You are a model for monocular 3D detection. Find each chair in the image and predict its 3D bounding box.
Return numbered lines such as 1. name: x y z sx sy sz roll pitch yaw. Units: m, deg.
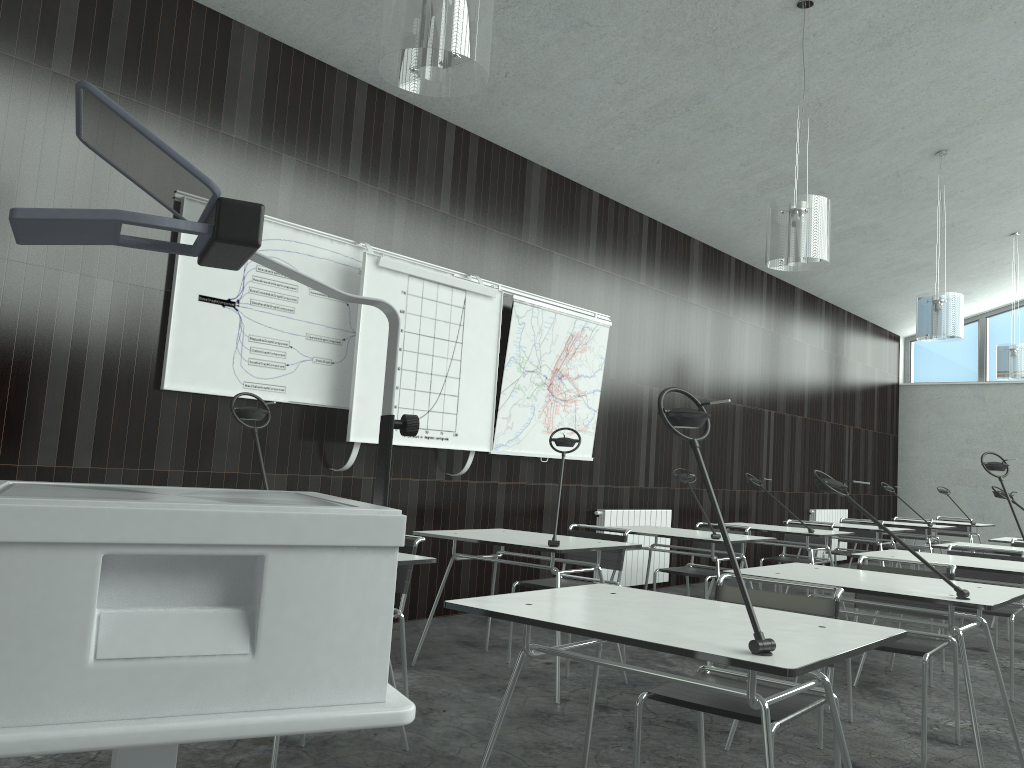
1. chair: 0.313 1.217 4.619 0.428 0.765 0.555 -1 -8 39
2. chair: -0.671 1.028 3.390 0.428 0.765 0.555 -1 -8 38
3. chair: 0.641 1.012 2.455 0.428 0.765 0.555 -1 -8 38
4. chair: 3.012 1.716 7.817 0.428 0.765 0.555 -1 -7 37
5. chair: 1.204 1.374 5.597 0.428 0.765 0.555 -2 -8 43
6. chair: 2.443 1.350 4.638 0.428 0.765 0.555 -1 -7 36
7. chair: 3.418 1.529 5.778 0.428 0.765 0.555 -2 -8 40
8. chair: 1.484 1.170 3.477 0.428 0.765 0.555 -1 -7 37
9. chair: 4.937 2.065 10.022 0.428 0.765 0.555 -2 -8 40
10. chair: 3.986 1.895 8.958 0.428 0.765 0.555 -1 -8 39
11. chair: 2.198 1.562 6.819 0.428 0.765 0.555 -1 -8 39

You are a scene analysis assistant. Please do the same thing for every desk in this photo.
1. desk: 1.331 0.943 3.238 0.900 1.153 0.700 -2 -8 40
2. desk: 3.794 1.664 8.707 0.900 1.153 0.700 -1 -8 39
3. desk: 0.068 0.893 4.323 0.900 1.321 0.700 -1 -8 39
4. desk: 2.888 1.494 7.609 0.900 1.153 0.700 -2 -8 40
5. desk: 0.389 0.688 2.165 0.900 1.321 0.700 -2 -8 40
6. desk: 3.160 1.289 5.480 0.900 1.153 0.700 -2 -8 40
7. desk: 4.768 1.839 9.808 0.900 1.153 0.700 -2 -8 40
8. desk: -0.832 0.719 3.183 0.900 1.321 0.700 -1 -8 40
9. desk: 1.946 1.322 6.516 0.900 1.153 0.700 -1 -8 39
10. desk: 4.095 1.459 6.562 0.900 1.153 0.700 -1 -8 39
11. desk: 1.034 1.148 5.384 0.900 1.153 0.700 -2 -8 40
12. desk: 2.251 1.036 4.399 0.900 1.321 0.700 -2 -8 40

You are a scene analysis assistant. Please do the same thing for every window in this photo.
1. window: 8.738 -1.544 11.142 7.052 3.041 0.010 -2 -8 40

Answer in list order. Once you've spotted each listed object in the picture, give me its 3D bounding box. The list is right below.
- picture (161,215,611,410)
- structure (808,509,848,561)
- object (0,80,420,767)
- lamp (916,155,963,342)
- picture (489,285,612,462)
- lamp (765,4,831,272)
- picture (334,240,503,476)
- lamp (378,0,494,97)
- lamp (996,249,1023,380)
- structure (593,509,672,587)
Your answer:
1. picture: -0.448 -0.295 5.758 0.050 1.102 3.818 -2 -8 40
2. structure: 3.822 2.031 10.722 0.079 0.688 1.129 -2 -8 40
3. object: -0.486 0.385 1.309 0.680 1.639 0.559 6 -7 -25
4. lamp: 3.590 -1.289 7.432 0.350 1.761 0.359 -2 -8 40
5. picture: 0.302 -0.032 6.534 0.163 1.342 1.211 -2 -8 40
6. lamp: 1.695 -1.638 5.195 0.350 1.761 0.359 -2 -8 40
7. picture: -0.556 -0.137 5.459 0.254 1.508 1.191 -2 -8 40
8. lamp: -0.200 -1.988 2.958 0.350 1.761 0.359 -2 -8 40
9. lamp: 5.485 -0.939 9.668 0.350 1.761 0.359 -2 -8 40
10. structure: 1.008 1.512 7.401 0.079 0.688 1.129 -2 -8 40
